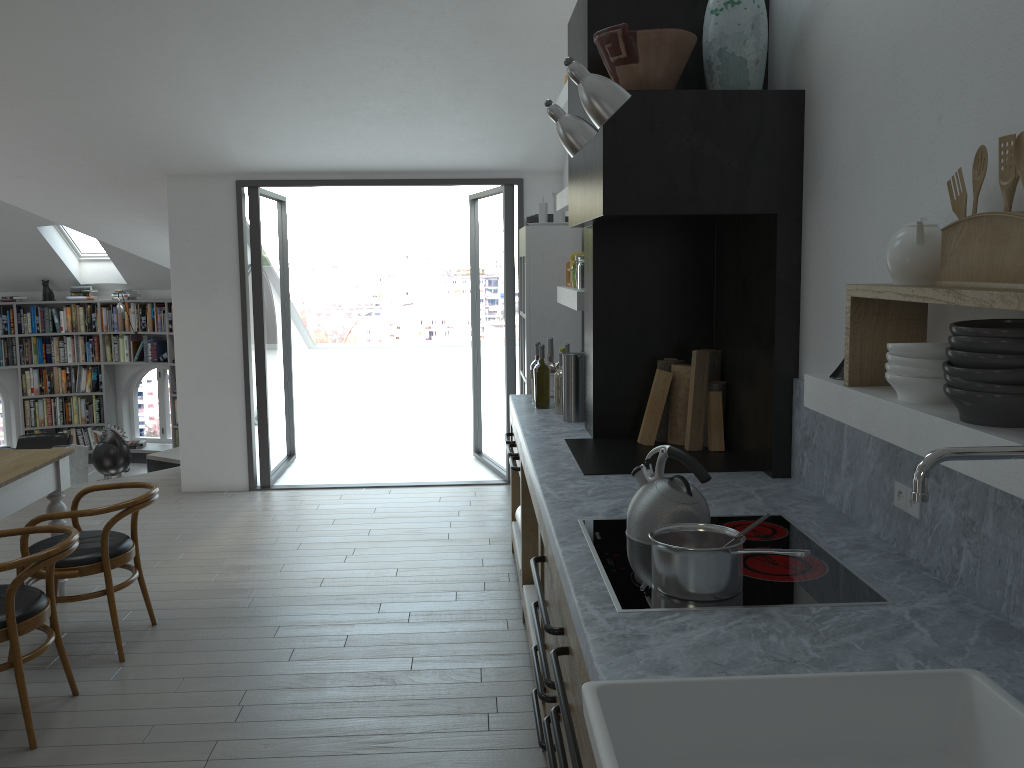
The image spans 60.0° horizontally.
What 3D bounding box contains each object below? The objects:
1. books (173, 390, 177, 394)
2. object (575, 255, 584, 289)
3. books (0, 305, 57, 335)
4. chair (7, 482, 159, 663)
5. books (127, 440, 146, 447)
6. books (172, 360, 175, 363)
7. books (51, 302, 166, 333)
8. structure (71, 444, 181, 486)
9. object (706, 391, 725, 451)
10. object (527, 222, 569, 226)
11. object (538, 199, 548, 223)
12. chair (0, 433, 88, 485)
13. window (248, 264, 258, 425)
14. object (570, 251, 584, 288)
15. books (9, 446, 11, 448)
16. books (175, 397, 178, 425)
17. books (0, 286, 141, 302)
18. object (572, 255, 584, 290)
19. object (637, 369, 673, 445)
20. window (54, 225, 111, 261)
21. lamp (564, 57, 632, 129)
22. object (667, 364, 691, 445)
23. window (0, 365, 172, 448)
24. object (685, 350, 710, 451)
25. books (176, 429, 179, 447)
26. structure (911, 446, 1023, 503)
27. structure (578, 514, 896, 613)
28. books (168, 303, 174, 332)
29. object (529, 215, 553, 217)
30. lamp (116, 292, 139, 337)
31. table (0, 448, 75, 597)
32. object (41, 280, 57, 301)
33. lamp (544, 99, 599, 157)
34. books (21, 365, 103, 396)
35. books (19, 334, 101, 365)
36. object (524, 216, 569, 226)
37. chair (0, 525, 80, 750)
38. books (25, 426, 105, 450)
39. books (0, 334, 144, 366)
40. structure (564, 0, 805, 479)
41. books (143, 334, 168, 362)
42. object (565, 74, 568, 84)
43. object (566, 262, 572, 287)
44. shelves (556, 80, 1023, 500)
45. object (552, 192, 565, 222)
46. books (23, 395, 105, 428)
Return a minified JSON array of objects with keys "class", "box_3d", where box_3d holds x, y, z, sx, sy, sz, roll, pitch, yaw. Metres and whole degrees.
[{"class":"books","box_3d":[-3.719,-0.026,10.675,0.975,0.351,0.252,6,9,39]},{"class":"object","box_3d":[0.390,-0.592,4.665,0.120,0.182,0.120,1,7,12]},{"class":"books","box_3d":[-5.985,-0.791,10.888,0.683,0.345,0.265,-4,8,-26]},{"class":"chair","box_3d":[-1.955,0.860,4.127,0.621,0.732,0.529,-1,7,-3]},{"class":"books","box_3d":[-4.826,0.760,11.302,0.268,0.029,0.254,-2,8,-12]},{"class":"books","box_3d":[-3.889,-0.281,10.871,0.388,0.042,0.366,5,10,37]},{"class":"books","box_3d":[-4.926,-0.837,11.062,1.565,0.366,0.395,0,7,3]},{"class":"structure","box_3d":[-4.992,0.938,9.063,4.716,0.691,4.719,6,10,42]},{"class":"object","box_3d":[0.853,0.158,3.721,0.057,0.251,0.114,-1,6,0]},{"class":"object","box_3d":[0.253,-1.025,5.712,0.295,0.024,0.151,2,8,21]},{"class":"object","box_3d":[0.201,-1.116,5.722,0.054,0.195,0.054,2,7,22]},{"class":"chair","box_3d":[-4.928,0.917,9.171,0.823,0.717,0.743,-2,7,-8]},{"class":"window","box_3d":[-2.356,-0.359,8.099,0.104,1.465,1.475,-1,7,-3]},{"class":"object","box_3d":[0.378,-0.626,4.862,0.128,0.198,0.164,-2,7,-8]},{"class":"books","box_3d":[-6.282,0.840,10.825,0.318,0.099,0.292,-1,8,-1]},{"class":"books","box_3d":[-3.774,0.346,10.778,0.873,0.349,0.272,5,9,38]},{"class":"books","box_3d":[-5.976,-1.059,10.569,2.817,0.173,0.749,-6,9,-32]},{"class":"object","box_3d":[0.403,-0.561,4.451,0.207,0.177,0.103,2,7,19]},{"class":"object","box_3d":[0.618,0.103,3.847,0.148,0.335,0.081,-2,6,-12]},{"class":"window","box_3d":[-5.088,-1.765,10.167,4.055,0.711,1.939,-1,8,-3]},{"class":"lamp","box_3d":[0.216,-0.729,2.217,0.169,0.176,0.113,-2,7,-10]},{"class":"object","box_3d":[0.738,0.098,3.836,0.130,0.365,0.072,1,6,16]},{"class":"window","box_3d":[-5.619,0.305,11.220,3.232,1.147,0.619,-3,7,-17]},{"class":"object","box_3d":[0.772,0.070,3.729,0.078,0.426,0.148,3,7,32]},{"class":"books","box_3d":[-3.592,0.736,10.593,0.360,0.310,1.500,-7,10,-40]},{"class":"structure","box_3d":[0.777,0.357,1.284,0.333,0.528,0.214,-3,7,-22]},{"class":"structure","box_3d":[0.545,0.483,2.396,0.647,0.041,0.740,-1,8,-3]},{"class":"books","box_3d":[-3.771,-0.795,10.647,0.970,0.366,0.306,6,9,40]},{"class":"object","box_3d":[0.234,-1.080,6.018,0.238,0.119,0.239,-1,7,-3]},{"class":"lamp","box_3d":[-4.696,-0.840,10.803,0.113,0.565,0.359,0,7,4]},{"class":"table","box_3d":[-2.763,0.974,3.097,1.018,0.796,3.360,-1,8,-3]},{"class":"object","box_3d":[-5.713,-1.155,10.932,0.147,0.264,0.202,-1,7,-6]},{"class":"lamp","box_3d":[0.192,-0.803,2.792,0.164,0.177,0.116,1,7,16]},{"class":"books","box_3d":[-5.584,-0.061,11.093,0.998,0.350,0.298,-3,7,-19]},{"class":"books","box_3d":[-5.601,-0.442,11.093,1.028,0.358,0.301,-3,7,-17]},{"class":"object","box_3d":[0.234,-1.070,6.019,0.298,0.119,0.300,-1,8,-3]},{"class":"chair","box_3d":[-1.979,0.959,3.404,0.621,0.732,0.529,-1,7,-6]},{"class":"books","box_3d":[-5.578,0.683,11.169,1.019,0.305,0.288,-3,7,-18]},{"class":"books","box_3d":[-5.735,-0.402,10.856,2.530,0.370,0.592,-4,8,-22]},{"class":"structure","box_3d":[0.627,-0.655,3.657,0.780,1.878,1.079,-1,6,-3]},{"class":"books","box_3d":[-4.347,-0.445,11.022,0.399,0.340,0.225,2,7,17]},{"class":"object","box_3d":[0.371,-1.700,5.012,0.120,0.145,0.238,-1,7,-3]},{"class":"object","box_3d":[0.383,-0.635,5.125,0.120,0.145,0.238,-1,7,-3]},{"class":"shelves","box_3d":[0.811,-0.615,2.549,0.480,1.357,5.568,-2,8,-8]},{"class":"object","box_3d":[0.300,-1.119,5.680,0.072,0.210,0.071,2,7,21]},{"class":"books","box_3d":[-5.567,0.322,11.139,1.032,0.356,0.293,-3,7,-18]}]
